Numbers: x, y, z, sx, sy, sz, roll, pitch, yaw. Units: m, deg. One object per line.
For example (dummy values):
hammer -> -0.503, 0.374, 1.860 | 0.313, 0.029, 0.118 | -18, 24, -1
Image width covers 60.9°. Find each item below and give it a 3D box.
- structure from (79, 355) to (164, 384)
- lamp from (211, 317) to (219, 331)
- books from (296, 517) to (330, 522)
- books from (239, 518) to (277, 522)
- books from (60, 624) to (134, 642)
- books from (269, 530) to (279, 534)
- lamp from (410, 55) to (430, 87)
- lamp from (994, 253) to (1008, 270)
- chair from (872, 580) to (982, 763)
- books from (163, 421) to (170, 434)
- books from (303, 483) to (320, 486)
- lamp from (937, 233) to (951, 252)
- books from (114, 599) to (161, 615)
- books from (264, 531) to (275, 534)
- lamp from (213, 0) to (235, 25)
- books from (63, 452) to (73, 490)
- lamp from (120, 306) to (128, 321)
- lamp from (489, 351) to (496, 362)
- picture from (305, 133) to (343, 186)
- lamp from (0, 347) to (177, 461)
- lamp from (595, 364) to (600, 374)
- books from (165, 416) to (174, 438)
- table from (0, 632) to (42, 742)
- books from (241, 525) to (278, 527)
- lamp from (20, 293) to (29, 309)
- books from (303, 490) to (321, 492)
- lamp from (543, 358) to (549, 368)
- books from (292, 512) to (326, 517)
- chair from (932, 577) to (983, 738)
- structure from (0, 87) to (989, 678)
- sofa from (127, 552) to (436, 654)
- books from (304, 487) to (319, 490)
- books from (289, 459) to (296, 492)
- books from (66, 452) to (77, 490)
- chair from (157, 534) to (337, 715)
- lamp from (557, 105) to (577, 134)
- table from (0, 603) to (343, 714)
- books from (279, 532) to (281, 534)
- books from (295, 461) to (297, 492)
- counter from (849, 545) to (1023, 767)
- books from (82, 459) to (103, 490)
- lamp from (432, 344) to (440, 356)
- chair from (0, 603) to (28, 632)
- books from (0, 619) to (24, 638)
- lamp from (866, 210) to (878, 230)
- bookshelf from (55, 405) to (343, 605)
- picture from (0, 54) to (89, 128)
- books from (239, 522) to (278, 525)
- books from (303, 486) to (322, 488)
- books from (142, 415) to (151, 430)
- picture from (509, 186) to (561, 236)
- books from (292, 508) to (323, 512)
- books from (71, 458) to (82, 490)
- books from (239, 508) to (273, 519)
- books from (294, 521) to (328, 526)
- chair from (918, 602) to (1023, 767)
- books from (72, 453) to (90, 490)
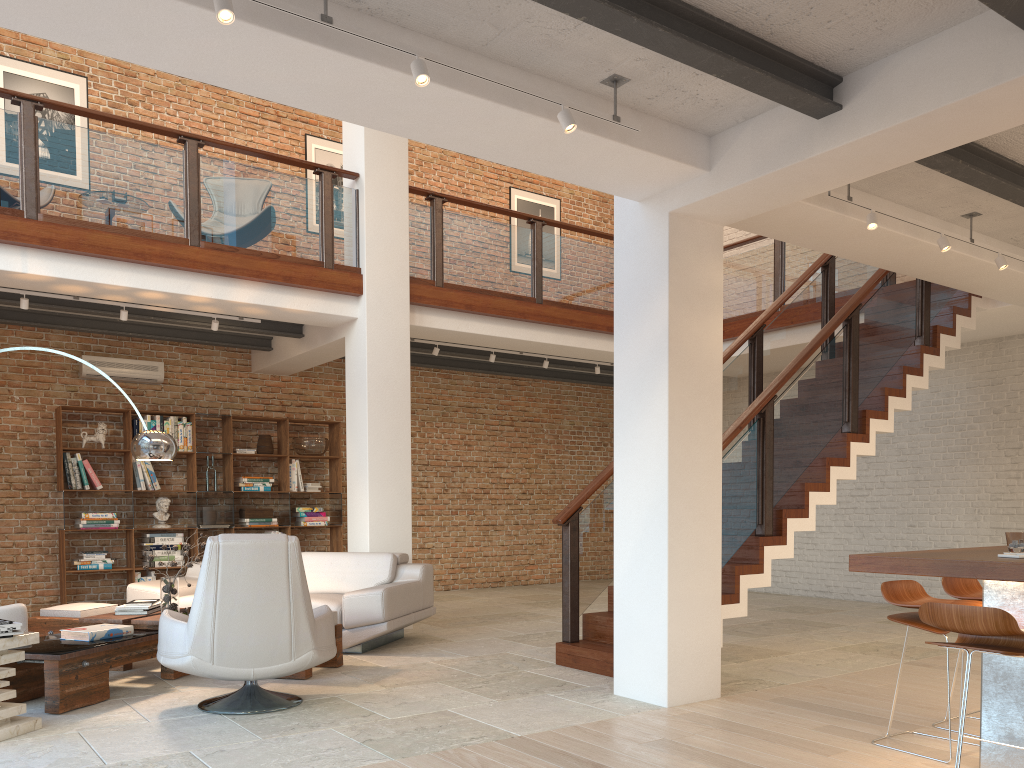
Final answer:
structure -> -4.186, -0.149, 9.365 | 0.815, 0.218, 0.201 | 5, -5, -35
lamp -> -2.684, -0.539, 7.877 | 0.060, 0.115, 0.095 | 0, -2, -29
books -> -2.411, 1.635, 10.552 | 0.327, 0.055, 0.256 | 6, -10, -40
books -> -2.960, 1.584, 10.139 | 0.381, 0.036, 0.246 | 6, -10, -36
books -> -2.556, 1.530, 5.374 | 0.255, 0.056, 0.329 | -4, -9, 24
books -> -2.851, 1.907, 10.239 | 0.161, 0.371, 0.244 | -1, 0, -36
lamp -> -0.350, -1.195, 3.326 | 0.061, 0.128, 0.086 | -1, -1, -33
lamp -> 3.344, -0.836, 5.957 | 0.061, 0.128, 0.086 | -1, -1, -33
chair -> 1.950, 1.310, 4.063 | 0.405, 0.772, 0.423 | 0, 0, -36
books -> -3.797, 0.576, 9.511 | 0.055, 0.328, 0.255 | -2, 0, -36
books -> -2.422, 1.214, 10.512 | 0.207, 0.033, 0.133 | -8, -11, 44
lamp -> 2.738, -0.895, 5.525 | 0.061, 0.128, 0.086 | -1, -1, -33
books -> -2.698, 1.617, 6.332 | 0.250, 0.074, 0.404 | 0, -8, -3
books -> -2.899, 1.908, 10.234 | 0.163, 0.371, 0.244 | -1, 0, -36
lamp -> -0.957, -1.259, 2.895 | 0.061, 0.120, 0.086 | 0, -1, -33
books -> -4.598, 0.900, 8.975 | 0.091, 0.383, 0.244 | -2, 0, -36
lamp -> -3.305, -0.595, 7.423 | 0.061, 0.128, 0.086 | -1, -1, -33
lamp -> -0.216, -0.294, 9.622 | 0.061, 0.128, 0.086 | -1, -1, -33
picture -> -2.130, -2.398, 10.841 | 0.914, 1.193, 0.027 | 1, 1, -35
lamp -> -3.501, 0.901, 6.483 | 2.032, 2.345, 0.318 | 0, 2, 1
lamp -> 1.030, -0.174, 10.501 | 0.059, 0.128, 0.087 | 0, -1, 15
books -> -3.758, 0.557, 9.572 | 0.036, 0.382, 0.244 | -2, 0, -36
table -> -2.725, 1.501, 4.307 | 0.495, 0.502, 0.497 | -1, -3, 14
books -> -2.948, 1.654, 10.175 | 0.357, 0.020, 0.274 | 6, -10, -37
lamp -> -3.911, -0.658, 6.992 | 0.061, 0.120, 0.086 | 0, -1, -33
books -> -2.424, 1.296, 10.532 | 0.171, 0.019, 0.238 | 4, -9, -27
lamp -> 0.390, -0.236, 10.054 | 0.061, 0.128, 0.086 | -1, -1, -33
books -> -2.454, 1.577, 10.532 | 0.327, 0.055, 0.256 | 5, -9, -35
chair -> 2.388, 1.353, 4.375 | 0.405, 0.772, 0.423 | 0, 0, -36
structure -> 1.591, -0.221, 5.129 | 10.179, 4.114, 13.944 | 4, -9, -35
sofa -> -1.925, 1.814, 7.407 | 2.331, 0.753, 1.152 | -2, -5, 15
books -> -2.422, 1.267, 10.514 | 0.132, 0.033, 0.207 | 3, -9, -25
books -> -2.636, 1.091, 10.359 | 0.036, 0.382, 0.244 | -2, 0, -36
books -> -4.572, 0.904, 9.003 | 0.091, 0.383, 0.244 | -2, 0, -36
chair -> -1.476, 1.337, 4.922 | 1.027, 1.012, 0.977 | 1, -3, -19
lamp -> 0.237, -1.138, 3.747 | 0.086, 0.128, 0.059 | -1, 0, 24
table -> -2.486, 1.744, 5.767 | 2.207, 0.426, 1.986 | -2, -8, 15
books -> -2.814, 1.921, 10.278 | 0.097, 0.353, 0.272 | -1, -1, -36
books -> -2.619, 1.108, 10.384 | 0.020, 0.358, 0.272 | -2, 0, -36
counter -> 2.858, 1.112, 3.234 | 1.690, 0.914, 2.512 | 4, -8, -35
books -> -4.416, 0.954, 9.129 | 0.195, 0.317, 0.255 | 0, -2, -36
lamp -> -0.803, -0.352, 9.201 | 0.086, 0.128, 0.059 | -1, 0, 24
chair -> -3.747, 1.427, 5.478 | 1.030, 0.994, 0.986 | -3, -4, 39
books -> -2.760, 1.216, 4.342 | 0.571, 0.079, 0.391 | -7, -10, 38
lamp -> 2.098, -0.956, 5.078 | 0.059, 0.128, 0.087 | 0, -1, 15
bookshelf -> -3.395, 1.453, 9.824 | 3.040, 2.191, 0.365 | 3, 0, -35
picture -> -4.828, -2.661, 8.919 | 0.914, 1.193, 0.027 | 1, 1, -35
books -> -2.968, 1.626, 10.177 | 0.381, 0.036, 0.245 | 7, -10, -40
books -> -2.418, 1.242, 10.521 | 0.171, 0.019, 0.238 | 5, -10, -32
books -> -3.948, 0.536, 9.415 | 0.036, 0.382, 0.244 | -2, 0, -36
picture -> 0.342, -2.158, 12.600 | 0.914, 1.193, 0.027 | 1, 1, -35
books -> -2.468, 1.519, 10.519 | 0.327, 0.055, 0.257 | 3, -9, -25
books -> -4.541, 0.936, 9.049 | 0.102, 0.333, 0.255 | -1, -1, -36
books -> -2.974, 1.506, 10.137 | 0.336, 0.118, 0.214 | 5, -7, -35
books -> -2.432, 1.689, 10.539 | 0.327, 0.055, 0.256 | 5, -9, -33
chair -> 1.768, 1.198, 3.273 | 0.422, 0.772, 0.405 | 0, 0, -35
books -> -4.477, 0.913, 9.055 | 0.121, 0.380, 0.244 | -1, 0, -36
